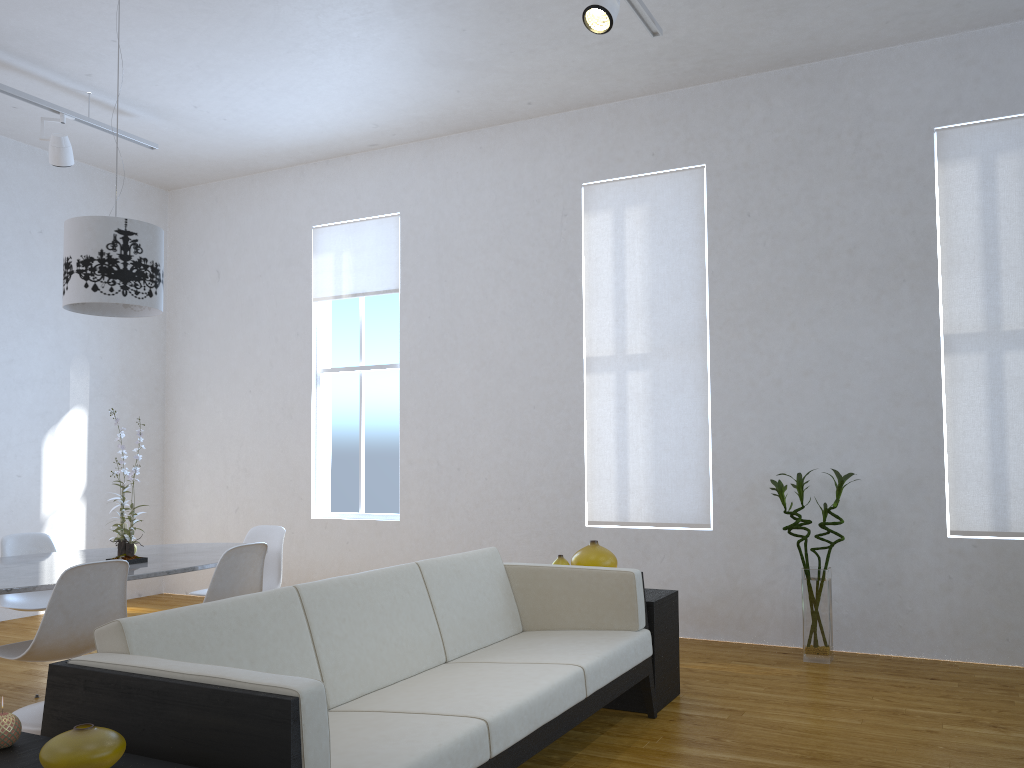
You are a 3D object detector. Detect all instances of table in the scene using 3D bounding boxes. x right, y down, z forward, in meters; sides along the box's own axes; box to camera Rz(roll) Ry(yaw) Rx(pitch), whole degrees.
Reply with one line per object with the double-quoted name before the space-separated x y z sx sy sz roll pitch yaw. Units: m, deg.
"table" -1.783 1.047 3.626 1.071 0.621 1.913 -3 -5 26

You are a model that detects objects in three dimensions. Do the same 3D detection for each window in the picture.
"window" -1.071 -0.108 6.330 0.775 2.125 0.074 -2 -3 27

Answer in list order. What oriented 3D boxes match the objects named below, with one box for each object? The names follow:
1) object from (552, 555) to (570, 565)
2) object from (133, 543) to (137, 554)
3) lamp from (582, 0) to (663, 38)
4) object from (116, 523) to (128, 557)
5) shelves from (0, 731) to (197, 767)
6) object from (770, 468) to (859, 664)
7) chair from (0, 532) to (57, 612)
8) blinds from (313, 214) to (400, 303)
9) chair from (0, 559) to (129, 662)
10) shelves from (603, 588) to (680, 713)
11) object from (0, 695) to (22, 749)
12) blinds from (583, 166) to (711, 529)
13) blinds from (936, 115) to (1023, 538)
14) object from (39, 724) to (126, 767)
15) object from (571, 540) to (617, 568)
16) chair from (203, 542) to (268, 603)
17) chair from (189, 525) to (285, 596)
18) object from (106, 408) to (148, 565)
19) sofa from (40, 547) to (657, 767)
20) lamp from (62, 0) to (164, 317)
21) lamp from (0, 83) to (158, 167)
"object" 0.215 0.835 3.910 0.095 0.160 0.096 1 -4 -22
"object" -1.694 0.714 3.924 0.063 0.091 0.063 1 -4 -15
"lamp" -0.009 -1.708 2.823 0.223 0.485 3.123 -2 -5 27
"object" -1.698 0.666 3.862 0.059 0.176 0.059 -1 -3 12
"shelves" -0.838 0.954 1.609 0.730 0.450 0.350 -3 -4 27
"object" 1.551 0.929 4.615 0.484 0.978 0.381 0 -3 -1
"chair" -2.185 0.886 4.177 0.419 0.351 0.406 -3 -5 29
"blinds" -1.113 -0.887 6.299 0.762 0.555 0.007 -3 -4 27
"chair" -1.587 0.793 3.139 0.419 0.351 0.406 -3 -5 30
"shelves" 0.333 1.141 3.915 0.730 0.450 0.350 -3 -4 27
"object" -1.055 0.697 1.835 0.071 0.104 0.071 2 -4 -36
"blinds" 0.792 -0.208 5.297 0.762 2.107 0.007 -2 -3 27
"blinds" 2.562 -0.297 4.401 0.762 2.108 0.007 -2 -3 27
"object" -0.803 0.687 1.660 0.146 0.090 0.147 1 -5 -22
"object" 0.369 0.813 3.984 0.207 0.215 0.207 1 -4 -22
"chair" -1.260 0.841 3.735 0.419 0.351 0.406 -2 -5 26
"chair" -1.368 0.904 4.471 0.406 0.351 0.420 -3 -5 29
"object" -1.598 0.424 3.666 0.166 0.637 0.202 2 -4 -35
"sofa" 0.369 0.914 2.455 9.728 0.678 5.345 -3 -5 27
"lamp" -1.739 -1.087 3.899 0.400 1.535 0.400 0 -3 -7
"lamp" -3.001 -1.560 4.298 0.205 0.485 3.122 -2 -5 24
